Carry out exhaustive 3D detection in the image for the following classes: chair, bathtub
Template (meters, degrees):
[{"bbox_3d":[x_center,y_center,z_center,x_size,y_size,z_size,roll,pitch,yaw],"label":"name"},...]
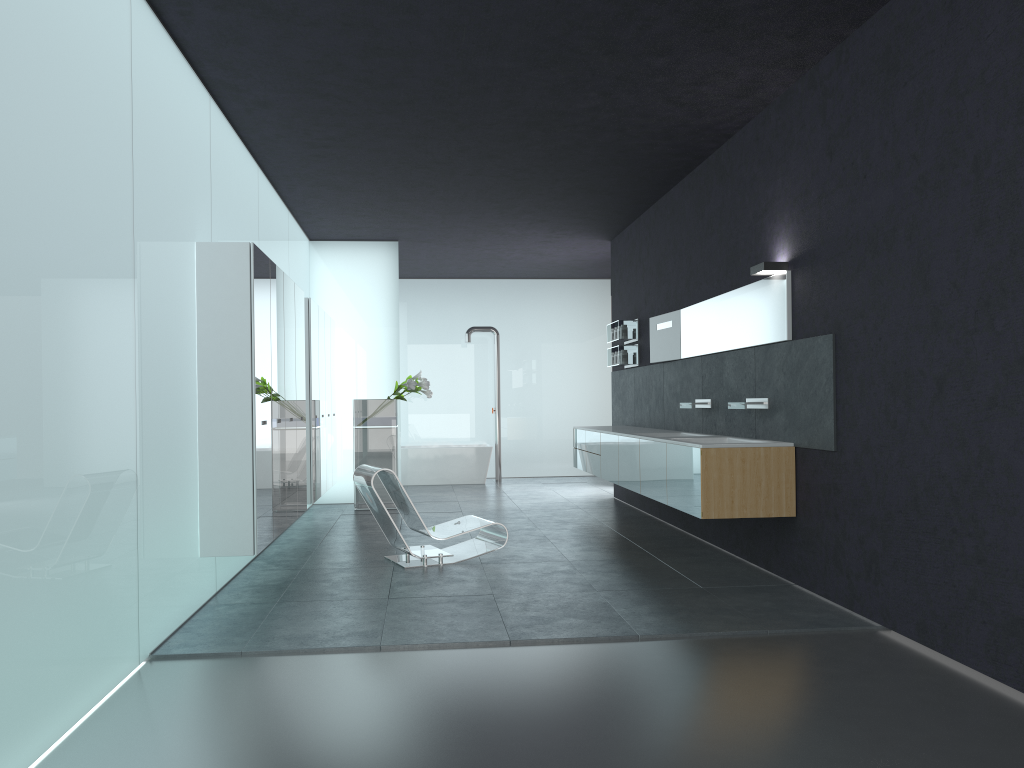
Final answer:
[{"bbox_3d":[-0.739,1.159,8.037,1.261,0.871,0.629,0,-1,-24],"label":"chair"},{"bbox_3d":[-1.362,1.353,15.969,1.977,0.858,0.960,-1,-1,-6],"label":"bathtub"}]

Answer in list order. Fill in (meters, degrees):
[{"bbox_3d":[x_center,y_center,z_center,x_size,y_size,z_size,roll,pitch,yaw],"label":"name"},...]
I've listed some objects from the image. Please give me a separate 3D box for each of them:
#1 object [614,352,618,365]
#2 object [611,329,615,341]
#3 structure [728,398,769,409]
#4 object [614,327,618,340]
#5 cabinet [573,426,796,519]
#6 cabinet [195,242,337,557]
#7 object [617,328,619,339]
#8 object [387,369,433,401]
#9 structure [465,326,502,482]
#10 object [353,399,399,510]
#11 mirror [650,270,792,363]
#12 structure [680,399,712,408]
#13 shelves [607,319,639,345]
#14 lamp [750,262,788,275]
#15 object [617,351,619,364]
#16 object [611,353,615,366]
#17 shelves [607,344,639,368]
[{"bbox_3d":[1.425,-0.342,11.918,0.096,0.184,0.067,-1,0,3],"label":"object"},{"bbox_3d":[1.399,-0.665,12.132,0.096,0.184,0.068,-1,0,-14],"label":"object"},{"bbox_3d":[1.961,0.164,7.402,0.186,0.088,0.482,-1,-1,-6],"label":"structure"},{"bbox_3d":[1.421,-0.670,11.918,0.096,0.184,0.067,-1,0,3],"label":"object"},{"bbox_3d":[1.492,0.792,9.439,0.734,0.556,5.584,-1,-1,-6],"label":"cabinet"},{"bbox_3d":[-2.317,0.177,9.228,0.398,2.215,6.005,-1,-1,-6],"label":"cabinet"},{"bbox_3d":[1.440,-0.674,11.731,0.096,0.184,0.068,-1,0,-8],"label":"object"},{"bbox_3d":[-1.594,0.182,12.138,1.024,0.779,0.974,-1,-1,-14],"label":"object"},{"bbox_3d":[-0.519,0.392,16.055,0.643,2.872,0.123,-1,0,-6],"label":"structure"},{"bbox_3d":[-1.875,0.957,12.259,0.585,1.491,0.575,-1,0,-6],"label":"object"},{"bbox_3d":[1.911,-0.556,8.603,0.109,0.532,3.723,-1,-1,-7],"label":"mirror"},{"bbox_3d":[1.816,0.197,8.813,0.186,0.088,0.482,-1,-1,-6],"label":"structure"},{"bbox_3d":[1.476,-0.695,11.858,0.265,0.285,0.770,-1,-1,-6],"label":"shelves"},{"bbox_3d":[2.010,-0.901,6.931,0.198,0.066,0.277,-1,-1,-6],"label":"lamp"},{"bbox_3d":[1.444,-0.347,11.731,0.096,0.184,0.068,-1,0,-8],"label":"object"},{"bbox_3d":[1.403,-0.337,12.131,0.096,0.184,0.068,-1,0,-14],"label":"object"},{"bbox_3d":[1.480,-0.367,11.858,0.265,0.285,0.770,-1,-1,-6],"label":"shelves"}]
